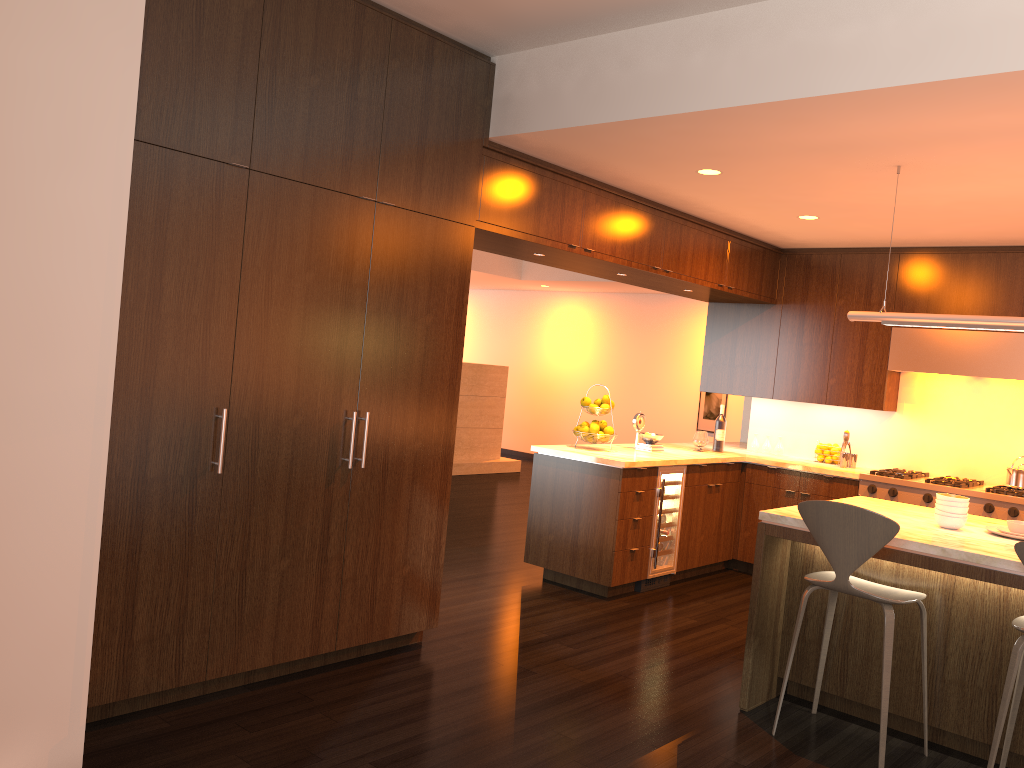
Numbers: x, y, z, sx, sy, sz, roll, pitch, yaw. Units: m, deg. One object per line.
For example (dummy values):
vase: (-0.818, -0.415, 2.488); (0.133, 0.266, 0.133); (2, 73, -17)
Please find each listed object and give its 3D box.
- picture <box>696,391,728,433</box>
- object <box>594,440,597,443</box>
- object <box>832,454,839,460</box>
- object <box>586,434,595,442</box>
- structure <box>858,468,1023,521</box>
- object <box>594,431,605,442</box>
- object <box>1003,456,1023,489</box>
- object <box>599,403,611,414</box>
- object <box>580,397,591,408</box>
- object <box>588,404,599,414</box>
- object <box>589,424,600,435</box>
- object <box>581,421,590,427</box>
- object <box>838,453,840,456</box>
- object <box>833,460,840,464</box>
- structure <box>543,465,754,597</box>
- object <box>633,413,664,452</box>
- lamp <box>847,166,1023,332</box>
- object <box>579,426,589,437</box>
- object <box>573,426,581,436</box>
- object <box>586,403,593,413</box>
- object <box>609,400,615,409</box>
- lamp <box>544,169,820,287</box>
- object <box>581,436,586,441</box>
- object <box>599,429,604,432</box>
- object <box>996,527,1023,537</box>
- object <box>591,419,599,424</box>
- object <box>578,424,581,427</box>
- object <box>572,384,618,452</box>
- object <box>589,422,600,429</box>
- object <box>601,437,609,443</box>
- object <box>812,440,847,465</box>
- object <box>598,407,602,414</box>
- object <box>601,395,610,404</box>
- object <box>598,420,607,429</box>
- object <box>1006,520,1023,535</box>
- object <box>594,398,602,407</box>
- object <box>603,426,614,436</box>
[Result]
picture: (2.671, 0.045, 11.701); (0.398, 1.200, 0.012); (7, 2, 41)
object: (0.584, 0.388, 6.272); (0.062, 0.062, 0.062); (5, 2, -5)
object: (2.516, 0.571, 6.890); (0.061, 0.054, 0.052); (4, 2, -39)
object: (0.549, 0.374, 6.211); (0.063, 0.069, 0.070); (6, 2, 3)
structure: (3.122, 0.690, 6.239); (1.067, 0.422, 0.824); (7, 2, 41)
object: (0.606, 0.364, 6.165); (0.078, 0.076, 0.078); (6, 2, 28)
object: (3.507, 0.604, 6.095); (0.221, 0.218, 0.221); (6, 2, 26)
object: (0.652, 0.174, 6.218); (0.078, 0.077, 0.077); (4, 2, -32)
object: (0.522, 0.130, 6.255); (0.075, 0.079, 0.077); (4, 2, -40)
object: (0.571, 0.175, 6.223); (0.078, 0.072, 0.077); (6, 2, 7)
object: (0.569, 0.315, 6.129); (0.068, 0.077, 0.079); (6, 2, 17)
object: (0.518, 0.298, 6.243); (0.067, 0.071, 0.069); (5, 2, -13)
object: (2.557, 0.566, 6.947); (0.061, 0.055, 0.051); (4, 2, -37)
object: (2.533, 0.600, 6.927); (0.051, 0.053, 0.063); (5, 2, -8)
structure: (2.531, 1.135, 6.193); (3.400, 0.862, 3.060); (7, 2, 41)
object: (1.023, 0.361, 6.610); (0.231, 0.266, 0.191); (7, 2, 44)
lamp: (2.636, -0.570, 3.563); (2.465, 0.765, 0.120); (7, 2, 41)
object: (0.503, 0.328, 6.176); (0.077, 0.077, 0.077); (4, 2, -38)
object: (0.467, 0.331, 6.249); (0.068, 0.069, 0.065); (6, 2, 18)
object: (0.562, 0.171, 6.294); (0.070, 0.068, 0.062); (5, 2, 1)
object: (0.691, 0.148, 6.272); (0.071, 0.074, 0.070); (5, 2, -28)
lamp: (-1.084, -1.579, 10.398); (16.431, 0.171, 5.868); (7, 2, 41)
object: (0.514, 0.374, 6.266); (0.056, 0.053, 0.057); (5, 2, 1)
object: (0.642, 0.320, 6.273); (0.070, 0.072, 0.071); (6, 2, 5)
object: (2.284, 0.672, 3.964); (0.216, 0.025, 0.217); (4, 2, -32)
object: (0.591, 0.280, 6.260); (0.063, 0.059, 0.061); (5, 2, -16)
object: (0.495, 0.316, 6.359); (0.057, 0.058, 0.054); (5, 2, -28)
object: (0.596, 0.232, 6.258); (0.324, 0.461, 0.324); (5, 2, 0)
object: (0.578, 0.304, 6.197); (0.077, 0.075, 0.077); (6, 2, 15)
object: (0.646, 0.378, 6.234); (0.078, 0.075, 0.078); (6, 2, 19)
object: (2.504, 0.538, 6.983); (0.207, 0.175, 0.189); (7, 2, 39)
object: (0.636, 0.178, 6.293); (0.071, 0.072, 0.071); (5, 2, -18)
object: (0.661, 0.111, 6.231); (0.068, 0.072, 0.071); (5, 2, -3)
object: (0.635, 0.284, 6.195); (0.060, 0.063, 0.062); (4, 2, -42)
object: (2.286, 0.651, 3.964); (0.138, 0.059, 0.139); (5, 2, -23)
object: (0.609, 0.133, 6.267); (0.061, 0.063, 0.062); (5, 2, -25)
object: (0.675, 0.330, 6.175); (0.077, 0.074, 0.078); (4, 2, -34)
